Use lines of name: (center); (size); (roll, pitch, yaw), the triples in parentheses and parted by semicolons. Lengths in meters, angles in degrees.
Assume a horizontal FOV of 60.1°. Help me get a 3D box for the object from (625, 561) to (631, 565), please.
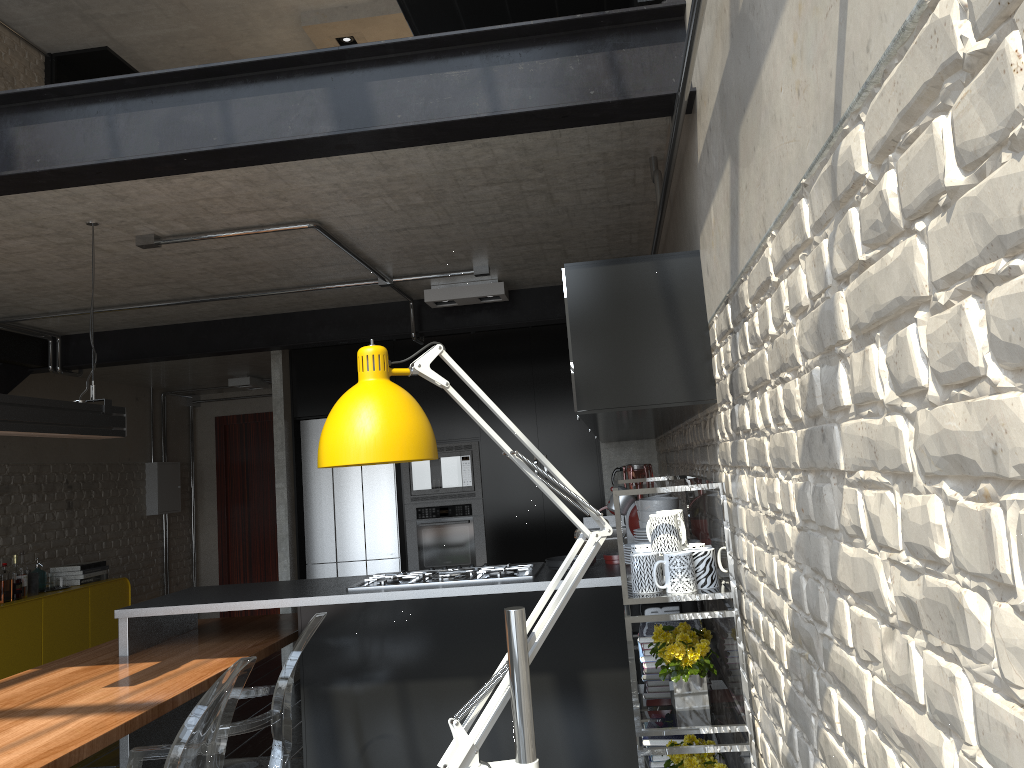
object: (0.490, 0.582, 2.870); (0.252, 0.031, 0.249); (-2, -6, -25)

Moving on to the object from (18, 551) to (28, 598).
object: (-3.376, 1.312, 6.095); (0.073, 0.324, 0.072); (-4, -9, -3)

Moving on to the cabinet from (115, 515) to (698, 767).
cabinet: (-0.276, 1.379, 4.876); (2.429, 1.014, 2.725); (-5, -6, 6)

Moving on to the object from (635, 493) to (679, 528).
object: (0.545, 0.522, 3.281); (0.150, 0.218, 0.307); (-5, -7, 3)

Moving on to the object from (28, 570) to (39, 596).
object: (-3.386, 1.393, 6.185); (0.052, 0.184, 0.134); (-13, -11, 43)

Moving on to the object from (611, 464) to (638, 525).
object: (0.807, 0.768, 6.100); (0.223, 0.427, 0.160); (-5, -9, 6)

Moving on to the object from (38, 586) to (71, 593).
object: (-3.397, 1.505, 6.477); (0.300, 0.012, 0.297); (-3, -6, -13)

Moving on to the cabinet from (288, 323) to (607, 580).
cabinet: (-0.453, 0.829, 6.764); (2.318, 2.498, 0.548); (-5, -9, 6)

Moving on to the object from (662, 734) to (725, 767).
object: (0.524, 1.115, 2.556); (0.182, 0.194, 0.174); (-7, -8, 18)

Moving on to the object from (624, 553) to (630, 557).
object: (0.488, 0.557, 2.874); (0.252, 0.031, 0.249); (-2, -6, -25)

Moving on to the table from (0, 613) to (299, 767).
table: (-1.495, 1.458, 3.237); (0.927, 0.739, 2.652); (-5, -6, 6)

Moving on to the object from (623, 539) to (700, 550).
object: (0.486, 0.533, 2.878); (0.252, 0.031, 0.249); (-2, -6, -25)

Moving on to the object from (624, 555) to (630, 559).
object: (0.489, 0.566, 2.873); (0.252, 0.031, 0.249); (-2, -6, -25)

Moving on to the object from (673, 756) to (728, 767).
object: (0.508, 1.099, 2.375); (0.174, 0.194, 0.181); (-9, -8, 28)

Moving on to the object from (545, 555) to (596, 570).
object: (0.238, 0.788, 3.879); (0.226, 0.050, 0.310); (-8, -7, 35)

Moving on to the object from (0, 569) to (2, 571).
object: (-3.473, 1.365, 6.008); (0.100, 0.213, 0.100); (-8, -9, 21)

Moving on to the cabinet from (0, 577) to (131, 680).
cabinet: (-3.448, 1.863, 6.033); (0.548, 0.776, 2.183); (-5, -6, 6)

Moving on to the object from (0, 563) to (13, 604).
object: (-3.378, 1.325, 5.889); (0.067, 0.260, 0.099); (-6, -9, 11)

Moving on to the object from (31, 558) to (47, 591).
object: (-3.486, 1.398, 6.503); (0.119, 0.242, 0.118); (-8, -9, 22)

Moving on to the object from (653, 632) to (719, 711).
object: (0.478, 0.782, 2.425); (0.182, 0.194, 0.174); (-7, -8, 18)

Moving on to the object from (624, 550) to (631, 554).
object: (0.488, 0.549, 2.875); (0.252, 0.031, 0.249); (-2, -6, -25)

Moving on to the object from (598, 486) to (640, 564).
object: (0.567, 0.626, 3.983); (0.350, 0.344, 0.218); (-3, -8, -10)

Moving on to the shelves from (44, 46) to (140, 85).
shelves: (-2.820, -1.504, 8.767); (2.123, 2.817, 2.653); (-5, -7, 6)

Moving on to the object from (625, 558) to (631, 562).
object: (0.489, 0.574, 2.871); (0.252, 0.031, 0.249); (-2, -6, -25)

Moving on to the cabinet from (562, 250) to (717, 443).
cabinet: (0.562, 0.024, 4.330); (0.399, 0.425, 3.864); (-5, -6, 6)

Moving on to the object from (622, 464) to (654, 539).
object: (0.658, 0.636, 4.614); (0.210, 0.430, 0.201); (-8, -9, 21)

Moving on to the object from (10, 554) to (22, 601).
object: (-3.372, 1.311, 6.007); (0.081, 0.310, 0.080); (-5, -9, 0)

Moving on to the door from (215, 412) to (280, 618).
door: (-2.667, 1.422, 9.727); (1.133, 2.237, 0.193); (-5, -9, 6)

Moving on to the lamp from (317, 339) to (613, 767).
lamp: (-0.103, 0.681, 0.968); (0.628, 1.633, 1.561); (-8, -8, 19)

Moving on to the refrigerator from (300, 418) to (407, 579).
refrigerator: (-1.166, 1.172, 6.783); (0.723, 1.841, 0.494); (-5, -9, 6)

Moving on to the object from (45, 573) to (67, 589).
object: (-3.361, 1.457, 6.541); (0.228, 0.108, 0.099); (-9, -8, 33)

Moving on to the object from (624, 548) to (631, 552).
object: (0.487, 0.541, 2.876); (0.252, 0.031, 0.249); (-2, -6, -25)

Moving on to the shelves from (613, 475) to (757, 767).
shelves: (0.515, 0.781, 2.837); (0.288, 0.935, 1.240); (-5, -7, 6)

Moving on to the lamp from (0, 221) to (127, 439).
lamp: (-1.690, -0.272, 3.068); (0.125, 0.898, 1.079); (-6, -7, 6)

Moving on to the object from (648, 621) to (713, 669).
object: (0.499, 0.799, 2.612); (0.174, 0.194, 0.181); (-9, -8, 28)

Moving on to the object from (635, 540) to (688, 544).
object: (0.486, 0.527, 2.878); (0.170, 0.030, 0.169); (-6, -6, 11)

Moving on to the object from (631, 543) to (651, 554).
object: (0.409, 0.534, 2.674); (0.082, 0.101, 0.108); (-11, -10, 40)
